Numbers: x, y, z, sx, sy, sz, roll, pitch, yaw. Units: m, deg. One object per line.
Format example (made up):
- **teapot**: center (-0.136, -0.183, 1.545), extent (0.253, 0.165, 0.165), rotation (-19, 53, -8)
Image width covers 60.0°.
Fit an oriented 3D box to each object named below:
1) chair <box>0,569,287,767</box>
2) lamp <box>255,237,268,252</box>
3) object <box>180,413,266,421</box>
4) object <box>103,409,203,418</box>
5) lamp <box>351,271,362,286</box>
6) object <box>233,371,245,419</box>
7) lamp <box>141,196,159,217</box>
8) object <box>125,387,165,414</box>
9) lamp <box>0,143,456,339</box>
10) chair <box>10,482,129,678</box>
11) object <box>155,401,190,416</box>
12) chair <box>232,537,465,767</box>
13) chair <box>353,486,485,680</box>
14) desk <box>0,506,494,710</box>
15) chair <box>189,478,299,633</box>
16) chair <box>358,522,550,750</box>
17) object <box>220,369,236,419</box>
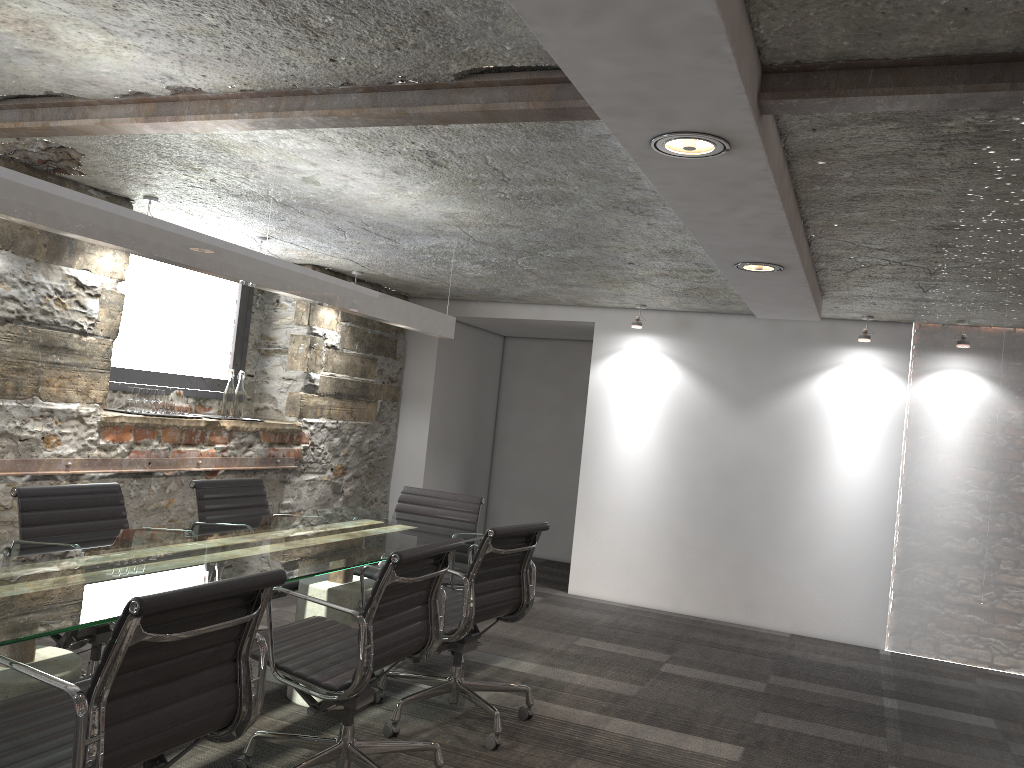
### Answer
- **chair**: center (-0.945, 0.828, 2.038), extent (0.667, 0.837, 0.693), rotation (5, -2, 13)
- **lamp**: center (-1.473, -0.770, 5.153), extent (0.098, 0.165, 0.077), rotation (7, -3, -35)
- **object**: center (-1.776, 0.205, 5.446), extent (0.310, 0.007, 0.457), rotation (5, -2, 22)
- **object**: center (-1.984, 0.164, 4.924), extent (0.310, 0.007, 0.457), rotation (5, -2, 22)
- **lamp**: center (-1.089, -0.695, 6.120), extent (0.098, 0.165, 0.077), rotation (7, -3, -35)
- **object**: center (-1.683, 0.068, 5.476), extent (0.073, 0.300, 0.073), rotation (6, -2, -10)
- **lamp**: center (-1.793, -0.833, 4.345), extent (0.098, 0.165, 0.077), rotation (7, -3, -35)
- **object**: center (-2.001, 0.090, 4.826), extent (0.108, 0.131, 0.218), rotation (5, -2, 20)
- **lamp**: center (-0.884, -0.607, 3.108), extent (0.073, 0.524, 3.159), rotation (5, -2, 22)
- **chair**: center (-1.465, 0.819, 3.243), extent (0.667, 0.837, 0.693), rotation (5, -2, 12)
- **object**: center (-1.931, 0.134, 5.027), extent (0.111, 0.072, 0.191), rotation (5, -2, 29)
- **chair**: center (-0.555, 0.900, 2.892), extent (0.667, 0.837, 0.693), rotation (5, -2, 12)
- **chair**: center (-0.511, 0.960, 4.390), extent (0.693, 0.837, 0.667), rotation (5, -2, 14)
- **desk**: center (-1.038, 0.920, 3.052), extent (0.909, 0.711, 3.154), rotation (5, -2, 22)
- **chair**: center (-1.126, 0.884, 4.052), extent (0.667, 0.837, 0.693), rotation (5, -2, 13)
- **chair**: center (-0.247, 0.961, 3.678), extent (0.667, 0.837, 0.693), rotation (5, -2, 20)
- **object**: center (-1.717, 0.062, 5.389), extent (0.073, 0.300, 0.073), rotation (6, -2, -9)
